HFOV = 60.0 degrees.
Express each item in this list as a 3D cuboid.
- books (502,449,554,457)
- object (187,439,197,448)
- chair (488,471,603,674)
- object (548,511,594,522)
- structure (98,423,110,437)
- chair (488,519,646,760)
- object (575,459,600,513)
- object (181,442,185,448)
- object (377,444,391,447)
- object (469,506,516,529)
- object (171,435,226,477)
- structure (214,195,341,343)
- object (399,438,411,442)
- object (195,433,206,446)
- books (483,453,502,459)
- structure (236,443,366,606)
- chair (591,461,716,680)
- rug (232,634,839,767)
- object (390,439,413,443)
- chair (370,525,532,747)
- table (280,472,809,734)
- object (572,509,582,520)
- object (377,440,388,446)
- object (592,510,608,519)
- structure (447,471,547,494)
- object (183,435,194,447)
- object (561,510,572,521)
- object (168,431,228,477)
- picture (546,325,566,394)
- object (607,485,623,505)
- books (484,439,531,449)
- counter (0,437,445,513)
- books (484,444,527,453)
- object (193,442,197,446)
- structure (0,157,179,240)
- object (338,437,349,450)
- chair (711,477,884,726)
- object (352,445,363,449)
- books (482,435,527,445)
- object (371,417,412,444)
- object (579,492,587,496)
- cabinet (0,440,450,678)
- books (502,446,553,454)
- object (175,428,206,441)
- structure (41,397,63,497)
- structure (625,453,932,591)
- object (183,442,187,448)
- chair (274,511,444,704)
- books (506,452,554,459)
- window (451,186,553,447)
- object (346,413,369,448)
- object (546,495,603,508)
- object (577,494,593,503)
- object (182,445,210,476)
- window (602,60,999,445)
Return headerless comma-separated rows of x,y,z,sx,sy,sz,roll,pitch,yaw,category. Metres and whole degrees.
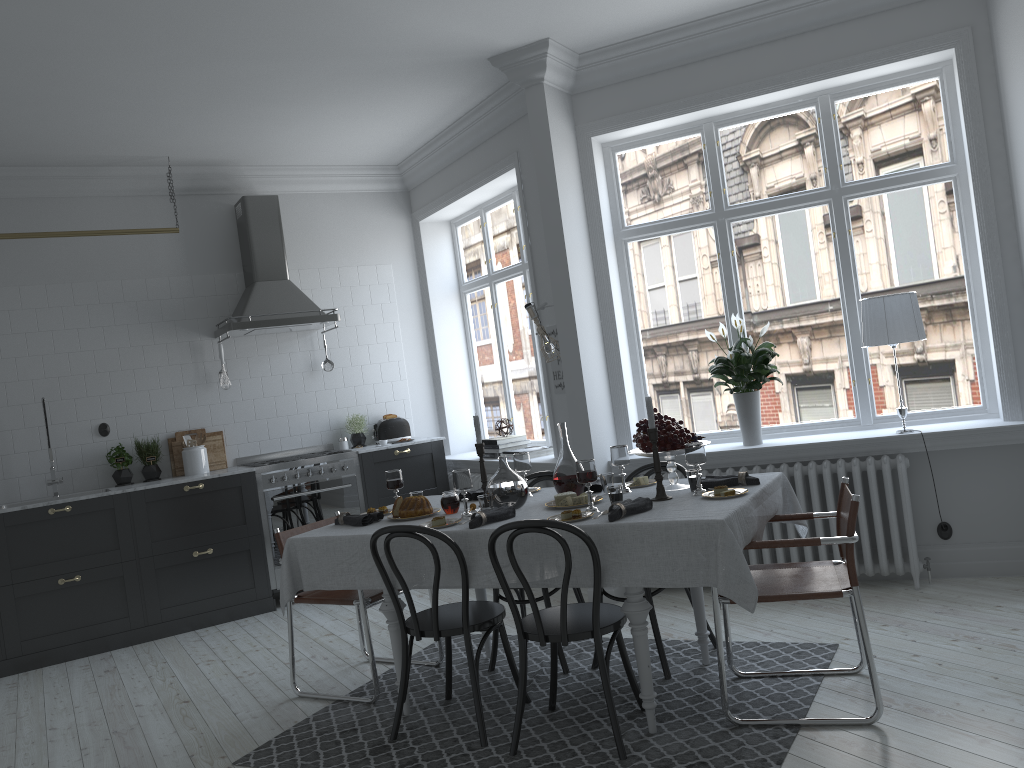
0.119,0.507,6.545,0.254,0.019,0.337,-8,0,-31,books
-2.369,0.538,6.527,0.149,0.262,0.054,-7,0,36,object
0.127,0.933,4.510,0.463,0.909,0.564,-8,0,25,chair
0.231,0.528,3.501,0.182,0.013,0.182,-8,0,-14,object
-2.963,0.333,6.445,0.079,0.103,0.032,-8,0,-29,structure
0.208,0.929,3.474,0.463,0.909,0.564,-8,0,20,chair
0.310,0.417,3.600,0.083,0.215,0.083,-8,0,-24,object
-2.374,0.544,6.551,0.117,0.251,0.061,-8,0,1,object
-1.009,0.483,6.977,0.126,0.008,0.126,-8,0,-2,object
-0.078,0.546,3.689,0.165,0.061,0.247,-8,0,11,object
-2.363,0.541,6.694,0.360,0.261,0.053,-8,0,-29,object
-1.865,-0.908,6.821,0.843,1.079,0.567,-8,0,-29,structure
-0.876,0.450,7.138,0.119,0.031,0.074,-8,0,4,object
-2.340,0.517,6.621,0.056,0.296,0.131,-7,0,41,object
-0.051,0.535,6.867,0.259,0.044,0.351,-8,0,-27,books
-1.581,1.053,6.800,0.779,1.096,0.651,-8,0,-29,structure
0.645,0.865,4.263,0.463,0.909,0.564,-7,0,40,chair
0.170,1.377,3.883,2.166,0.021,1.701,-8,0,29,rug
-0.894,0.459,7.086,0.209,0.008,0.018,-8,0,6,object
-0.279,0.993,3.764,0.463,0.909,0.564,-8,0,25,chair
0.152,0.962,4.000,2.179,0.842,1.210,-8,0,28,table
0.255,0.512,3.485,0.036,0.039,0.051,-8,0,11,object
-1.012,0.464,6.976,0.072,0.040,0.070,-8,0,-37,object
0.351,0.513,3.484,0.031,0.012,0.131,-8,0,29,object
-0.176,1.060,6.827,0.245,0.753,1.673,-8,0,-29,structure
-2.358,0.521,6.579,0.141,0.290,0.064,-7,0,35,object
0.217,0.517,3.499,0.021,0.037,0.057,-7,0,42,object
-2.388,0.529,6.745,0.400,0.290,0.030,-8,0,-29,object
0.336,-0.169,5.893,0.003,0.457,0.311,-8,0,-29,picture
0.423,0.460,3.600,0.066,0.094,0.066,-8,0,-40,object
-0.058,0.467,6.868,0.287,0.031,0.351,-8,0,-29,books
-2.374,0.685,6.405,3.902,0.020,0.624,-8,0,-29,counter
-0.070,0.499,6.872,0.259,0.031,0.328,-8,0,-31,books
-2.346,0.541,6.619,0.114,0.247,0.050,-8,0,26,object
-3.306,-1.253,5.952,1.988,0.556,0.053,-8,0,-29,structure
-1.365,0.486,7.191,0.072,0.095,0.072,-8,0,16,object
1.104,0.844,3.535,0.593,0.837,0.546,-8,0,16,chair
-1.255,0.509,7.148,0.091,0.018,0.062,-8,0,-31,object
-0.073,0.434,6.876,0.259,0.038,0.325,-8,0,-27,books
-1.011,0.380,7.378,0.326,0.207,0.219,-8,0,-24,object
0.301,0.500,3.924,0.077,0.040,0.039,-7,0,41,object
-2.299,1.195,6.399,3.897,1.012,0.646,-8,0,-29,cabinet
0.126,0.489,6.546,0.274,0.016,0.341,-8,0,-28,books
-2.407,0.512,6.699,0.220,0.330,0.041,-8,0,-29,object
-3.162,0.435,6.079,0.100,0.692,0.266,-8,0,-29,structure
1.483,0.846,5.188,1.710,0.753,0.245,-8,0,24,structure
-2.374,0.544,6.600,0.118,0.250,0.033,-8,0,-29,object
-0.777,1.092,4.489,0.593,0.837,0.546,-7,0,33,chair
0.123,0.526,6.539,0.254,0.019,0.343,-8,0,-29,books
0.031,-0.483,7.073,0.061,2.080,1.716,-8,0,-29,window
-1.261,0.376,7.239,0.210,0.283,0.220,-8,0,-16,object
0.272,0.519,3.870,0.251,0.018,0.251,-8,0,-29,object
0.306,0.503,3.864,0.077,0.039,0.040,-7,0,31,object
-2.345,0.566,6.571,0.174,0.208,0.174,-8,0,-33,object
1.681,-0.695,5.440,2.079,2.080,0.061,-8,0,24,window
